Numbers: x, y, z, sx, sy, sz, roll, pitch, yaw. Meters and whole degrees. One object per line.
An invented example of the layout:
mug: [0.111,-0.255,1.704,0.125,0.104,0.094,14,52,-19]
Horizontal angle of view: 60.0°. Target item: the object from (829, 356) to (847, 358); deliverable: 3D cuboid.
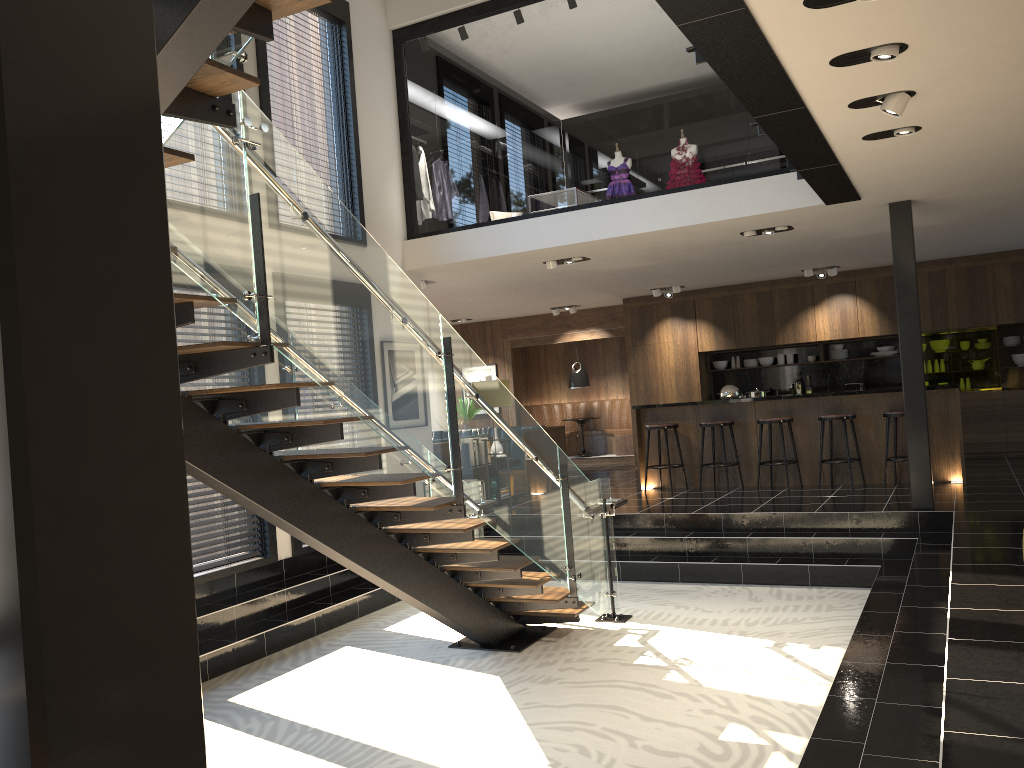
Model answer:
object: [4.883,-0.396,13.247,0.269,0.024,0.269,-4,-1,-25]

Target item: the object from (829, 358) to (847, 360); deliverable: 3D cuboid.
object: [4.885,-0.368,13.247,0.269,0.024,0.269,-4,-1,-25]

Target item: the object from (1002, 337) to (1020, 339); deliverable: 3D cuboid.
object: [6.843,-0.618,12.158,0.220,0.033,0.220,-5,-1,37]

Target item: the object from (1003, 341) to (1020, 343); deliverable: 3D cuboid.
object: [6.847,-0.561,12.158,0.220,0.033,0.220,-5,-1,37]

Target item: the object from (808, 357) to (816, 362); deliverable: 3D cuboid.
object: [4.518,-0.362,13.355,0.122,0.072,0.122,-3,-1,-38]

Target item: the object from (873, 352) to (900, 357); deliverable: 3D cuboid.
object: [5.446,-0.423,12.885,0.437,0.039,0.438,-4,-1,-27]

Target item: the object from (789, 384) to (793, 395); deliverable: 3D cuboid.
object: [4.278,0.144,13.581,0.058,0.287,0.057,-4,0,40]

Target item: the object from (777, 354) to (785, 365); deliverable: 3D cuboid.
object: [4.108,-0.373,13.536,0.109,0.161,0.109,-4,-1,9]

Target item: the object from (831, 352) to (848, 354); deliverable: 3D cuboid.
object: [4.879,-0.451,13.248,0.269,0.024,0.269,-4,-1,-25]

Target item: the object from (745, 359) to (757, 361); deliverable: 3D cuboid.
object: [3.707,-0.364,13.756,0.220,0.033,0.220,-5,-1,24]

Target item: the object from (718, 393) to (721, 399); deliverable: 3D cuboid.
object: [3.353,0.204,13.825,0.255,0.218,0.236,-4,-1,-15]

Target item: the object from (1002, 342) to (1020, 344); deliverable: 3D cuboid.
object: [6.848,-0.549,12.158,0.220,0.033,0.220,-5,-1,37]

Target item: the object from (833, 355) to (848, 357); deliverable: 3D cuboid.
object: [4.882,-0.403,13.247,0.269,0.024,0.269,-4,-1,-25]

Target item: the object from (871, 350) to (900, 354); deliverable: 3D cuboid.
object: [5.444,-0.450,12.885,0.437,0.039,0.438,-4,-1,-27]

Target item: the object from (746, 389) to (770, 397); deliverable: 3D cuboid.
object: [3.717,0.179,13.408,0.300,0.218,0.279,-4,-1,-30]

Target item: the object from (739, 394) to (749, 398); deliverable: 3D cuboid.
object: [3.543,0.225,13.628,0.210,0.143,0.195,-4,-1,-15]

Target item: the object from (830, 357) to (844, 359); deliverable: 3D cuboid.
object: [4.884,-0.385,13.247,0.269,0.024,0.269,-4,-1,-25]

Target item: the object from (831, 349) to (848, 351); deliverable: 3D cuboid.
object: [4.876,-0.495,13.248,0.269,0.024,0.269,-4,-1,-25]

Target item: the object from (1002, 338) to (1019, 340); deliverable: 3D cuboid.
object: [6.844,-0.605,12.158,0.220,0.033,0.220,-5,-1,37]

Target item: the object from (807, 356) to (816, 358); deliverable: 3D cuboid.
object: [4.516,-0.386,13.355,0.122,0.072,0.122,-3,-1,-38]

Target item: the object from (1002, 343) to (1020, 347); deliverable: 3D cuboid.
object: [6.849,-0.536,12.157,0.220,0.033,0.220,-5,-1,37]

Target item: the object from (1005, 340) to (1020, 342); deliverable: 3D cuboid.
object: [6.846,-0.572,12.158,0.220,0.033,0.220,-5,-1,37]

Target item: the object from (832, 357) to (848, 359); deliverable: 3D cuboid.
object: [4.884,-0.376,13.247,0.269,0.024,0.269,-4,-1,-25]

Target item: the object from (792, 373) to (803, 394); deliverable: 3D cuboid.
object: [4.363,0.054,13.540,0.133,0.451,0.116,-4,0,27]

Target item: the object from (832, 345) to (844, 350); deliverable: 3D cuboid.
object: [4.869,-0.538,13.249,0.168,0.087,0.168,-3,-1,-43]

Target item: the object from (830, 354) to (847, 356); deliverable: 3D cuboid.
object: [4.881,-0.423,13.248,0.269,0.024,0.269,-4,-1,-25]

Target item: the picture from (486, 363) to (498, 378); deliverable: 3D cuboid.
picture: [-0.586,0.105,16.235,0.749,0.911,0.028,-5,0,27]

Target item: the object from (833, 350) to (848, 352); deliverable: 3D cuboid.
object: [4.877,-0.478,13.248,0.269,0.024,0.269,-4,-1,-25]

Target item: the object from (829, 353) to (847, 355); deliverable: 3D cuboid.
object: [4.880,-0.440,13.248,0.269,0.024,0.269,-4,-1,-25]

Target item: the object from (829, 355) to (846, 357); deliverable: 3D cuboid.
object: [4.882,-0.412,13.248,0.269,0.024,0.269,-4,-1,-25]

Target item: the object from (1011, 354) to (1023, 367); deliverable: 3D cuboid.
object: [6.976,-0.326,12.111,0.264,0.170,0.264,-4,-1,2]

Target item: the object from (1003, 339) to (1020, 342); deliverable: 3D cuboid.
object: [6.845,-0.584,12.158,0.220,0.033,0.220,-5,-1,37]

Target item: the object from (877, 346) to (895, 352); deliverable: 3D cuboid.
object: [5.439,-0.497,12.888,0.254,0.088,0.254,-3,-1,-38]

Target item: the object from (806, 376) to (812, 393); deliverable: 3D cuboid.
object: [4.509,0.071,13.475,0.077,0.395,0.077,-4,0,-21]

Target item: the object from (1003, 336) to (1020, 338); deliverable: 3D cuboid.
object: [6.842,-0.630,12.158,0.220,0.033,0.220,-5,-1,37]

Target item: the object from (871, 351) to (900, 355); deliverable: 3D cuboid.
object: [5.445,-0.435,12.885,0.437,0.039,0.438,-4,-1,-27]

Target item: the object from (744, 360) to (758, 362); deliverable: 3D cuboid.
object: [3.708,-0.339,13.756,0.220,0.033,0.220,-5,-1,24]

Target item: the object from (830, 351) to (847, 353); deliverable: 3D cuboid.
object: [4.878,-0.468,13.248,0.269,0.024,0.269,-4,-1,-25]

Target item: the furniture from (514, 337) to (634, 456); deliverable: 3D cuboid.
furniture: [1.395,0.112,16.064,2.639,2.335,1.174,-5,-1,26]

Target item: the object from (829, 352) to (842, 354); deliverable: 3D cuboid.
object: [4.878,-0.459,13.248,0.269,0.024,0.269,-4,-1,-25]

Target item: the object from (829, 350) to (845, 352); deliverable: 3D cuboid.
object: [4.876,-0.486,13.248,0.269,0.024,0.269,-4,-1,-25]

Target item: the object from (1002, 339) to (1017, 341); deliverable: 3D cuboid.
object: [6.844,-0.595,12.158,0.220,0.033,0.220,-5,-1,37]

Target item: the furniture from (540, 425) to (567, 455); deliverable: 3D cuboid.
furniture: [-0.667,1.090,12.931,2.610,0.822,1.364,-5,-1,27]
